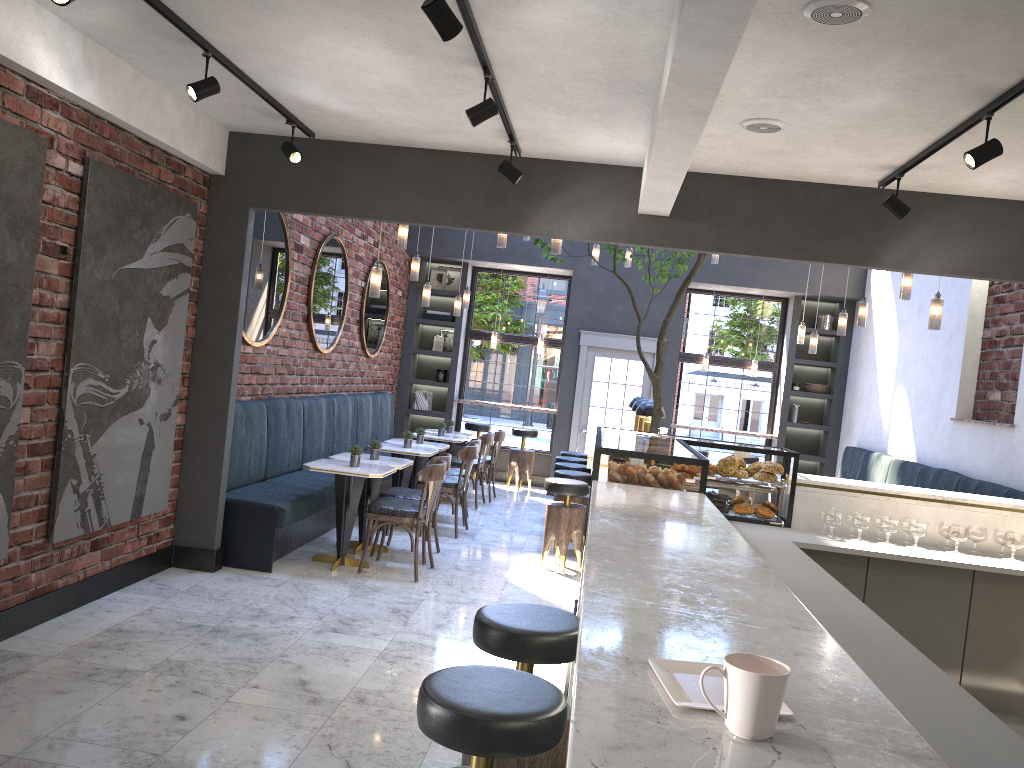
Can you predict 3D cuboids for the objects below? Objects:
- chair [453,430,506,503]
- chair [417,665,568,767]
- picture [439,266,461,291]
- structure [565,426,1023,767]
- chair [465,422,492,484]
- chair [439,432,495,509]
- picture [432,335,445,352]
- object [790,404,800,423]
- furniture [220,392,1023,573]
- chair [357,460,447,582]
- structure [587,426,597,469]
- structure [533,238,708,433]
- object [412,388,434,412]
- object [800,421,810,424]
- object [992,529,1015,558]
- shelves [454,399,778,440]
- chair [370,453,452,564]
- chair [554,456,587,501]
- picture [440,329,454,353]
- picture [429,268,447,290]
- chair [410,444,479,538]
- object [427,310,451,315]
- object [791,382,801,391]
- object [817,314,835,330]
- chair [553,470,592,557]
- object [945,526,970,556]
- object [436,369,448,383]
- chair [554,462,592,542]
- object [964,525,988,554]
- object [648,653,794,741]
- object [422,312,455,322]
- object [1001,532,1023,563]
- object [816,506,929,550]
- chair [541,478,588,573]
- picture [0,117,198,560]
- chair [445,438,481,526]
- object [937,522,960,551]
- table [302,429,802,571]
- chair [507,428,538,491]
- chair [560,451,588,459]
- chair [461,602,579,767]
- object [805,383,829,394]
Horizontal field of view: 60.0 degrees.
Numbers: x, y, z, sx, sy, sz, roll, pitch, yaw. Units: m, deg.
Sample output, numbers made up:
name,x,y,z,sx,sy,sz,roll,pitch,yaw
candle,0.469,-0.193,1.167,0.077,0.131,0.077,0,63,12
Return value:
name,x,y,z,sx,sy,sz,roll,pitch,yaw
chair,-0.382,0.968,10.789,0.521,0.851,0.497,6,1,5
chair,-0.088,1.157,2.199,0.370,0.821,0.372,7,1,15
picture,-0.883,-1.484,12.615,0.361,0.369,0.055,6,1,6
structure,1.778,1.114,2.770,3.205,1.300,5.805,6,1,6
chair,-0.504,0.949,12.186,0.371,0.821,0.371,6,2,-32
chair,-0.508,0.963,10.219,0.521,0.851,0.538,7,1,7
picture,-1.048,-0.573,12.629,0.161,0.227,0.049,6,1,6
object,3.811,0.398,11.935,0.098,0.248,0.098,5,2,-45
furniture,0.966,1.004,8.625,6.020,1.151,5.340,6,1,6
chair,-0.800,0.988,6.671,0.521,0.851,0.538,7,1,7
structure,1.208,1.081,8.669,0.990,1.050,3.489,6,1,6
structure,1.411,-1.361,7.634,2.808,5.990,3.742,5,2,-41
object,-1.254,0.211,12.487,0.250,0.323,0.241,6,1,6
object,3.930,0.523,11.898,0.130,0.026,0.130,6,1,-11
object,2.803,0.908,5.061,0.114,0.147,0.114,7,1,10
shelves,1.389,0.475,12.236,4.402,0.043,0.384,6,1,6
chair,-0.801,0.978,7.252,0.521,0.851,0.538,7,1,7
chair,0.608,1.159,9.483,0.370,0.737,0.371,6,1,-4
picture,-0.913,-0.608,12.640,0.247,0.326,0.044,6,1,6
picture,-1.053,-1.478,12.597,0.230,0.313,0.061,6,1,6
chair,-0.621,0.979,8.442,0.521,0.851,0.538,7,1,7
object,-1.028,-0.991,12.452,0.327,0.039,0.227,6,1,-4
object,3.833,0.034,11.974,0.116,0.119,0.117,6,1,-18
object,4.230,-0.825,11.959,0.214,0.215,0.213,7,1,15
chair,0.532,1.173,8.092,0.371,0.737,0.371,7,2,33
object,2.491,0.875,4.960,0.114,0.147,0.114,7,1,10
object,-0.986,-0.114,12.441,0.152,0.181,0.152,8,2,44
chair,0.569,1.166,8.791,0.371,0.737,0.371,5,2,-41
object,2.654,0.891,5.076,0.114,0.147,0.114,7,1,10
object,0.320,0.425,1.309,0.176,0.097,0.301,6,1,-3
object,-1.032,-0.930,12.442,0.412,0.084,0.286,6,1,6
object,2.790,0.908,4.930,0.114,0.147,0.114,7,1,10
object,2.063,0.825,5.098,0.575,0.148,0.256,6,1,6
chair,0.418,1.172,7.396,0.371,0.737,0.371,5,2,-41
picture,-2.326,-0.170,4.440,0.033,2.028,2.821,7,1,6
chair,-0.620,0.969,9.076,0.521,0.851,0.538,6,1,-1
object,2.504,0.874,5.091,0.114,0.147,0.114,7,1,10
table,0.937,1.203,8.587,4.599,0.751,4.829,6,1,6
chair,0.132,1.022,12.100,0.372,0.821,0.370,6,2,-32
chair,0.700,1.158,10.188,0.371,0.737,0.371,5,2,-41
chair,0.018,1.158,2.878,0.372,0.821,0.370,6,2,-32
object,4.109,0.062,11.970,0.304,0.124,0.305,7,1,27
